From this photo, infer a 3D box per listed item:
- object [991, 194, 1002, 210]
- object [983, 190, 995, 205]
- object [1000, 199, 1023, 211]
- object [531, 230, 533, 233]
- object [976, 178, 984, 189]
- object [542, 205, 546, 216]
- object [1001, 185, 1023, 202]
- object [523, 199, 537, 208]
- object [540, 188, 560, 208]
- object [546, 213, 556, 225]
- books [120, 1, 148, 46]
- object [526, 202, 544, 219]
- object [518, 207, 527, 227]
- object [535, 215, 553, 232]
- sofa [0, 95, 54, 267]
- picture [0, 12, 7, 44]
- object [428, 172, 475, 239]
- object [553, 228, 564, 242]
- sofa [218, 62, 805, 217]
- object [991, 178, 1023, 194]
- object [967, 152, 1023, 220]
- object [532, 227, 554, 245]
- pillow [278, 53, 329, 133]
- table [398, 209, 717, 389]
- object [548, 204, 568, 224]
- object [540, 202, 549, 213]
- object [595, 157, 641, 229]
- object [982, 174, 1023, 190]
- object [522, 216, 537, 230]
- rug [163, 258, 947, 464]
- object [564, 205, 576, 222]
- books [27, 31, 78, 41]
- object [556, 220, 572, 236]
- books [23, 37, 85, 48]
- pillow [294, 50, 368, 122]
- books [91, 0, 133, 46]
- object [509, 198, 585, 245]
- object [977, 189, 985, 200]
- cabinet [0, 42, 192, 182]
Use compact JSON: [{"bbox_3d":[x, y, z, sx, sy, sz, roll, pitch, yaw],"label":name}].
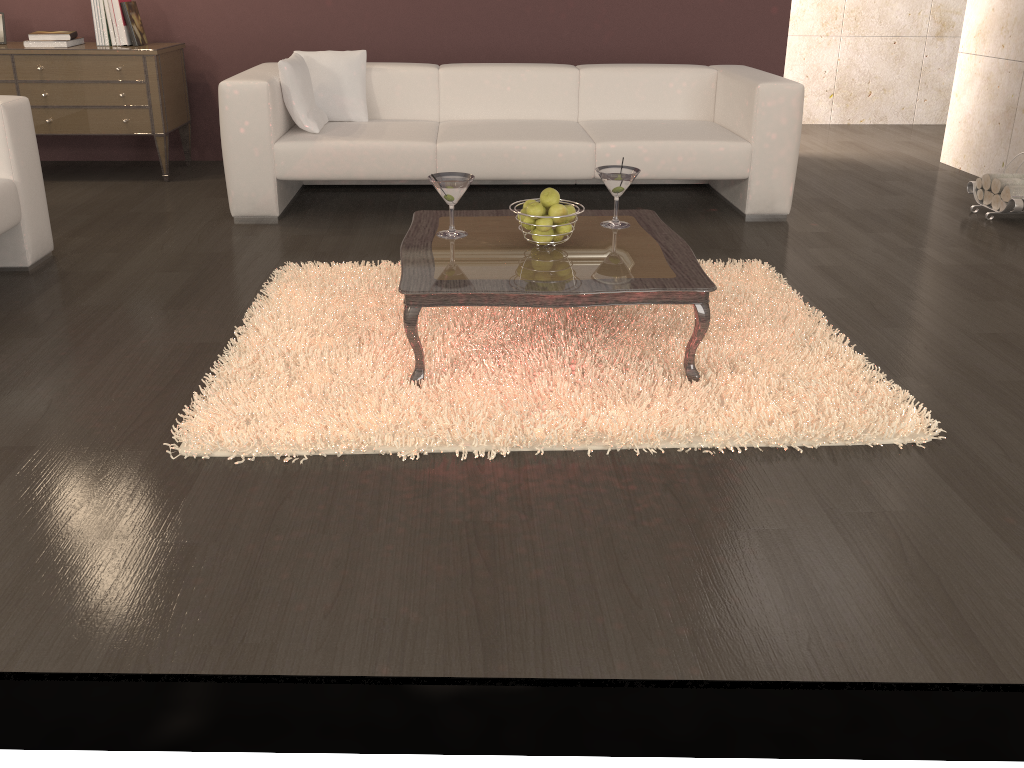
[{"bbox_3d":[2.539,-0.909,4.395,0.251,0.074,0.082,-1,23,-3],"label":"object"},{"bbox_3d":[2.550,-0.944,4.469,0.276,0.071,0.086,-1,23,-3],"label":"object"},{"bbox_3d":[2.537,-0.873,4.334,0.243,0.057,0.063,-1,23,-3],"label":"object"},{"bbox_3d":[0.087,-0.485,2.783,0.055,0.052,0.057,4,23,7],"label":"object"},{"bbox_3d":[2.529,-1.036,4.541,0.251,0.055,0.059,-1,22,-3],"label":"object"},{"bbox_3d":[0.083,-0.531,2.715,0.046,0.042,0.047,-13,26,-30],"label":"object"},{"bbox_3d":[2.549,-0.933,4.317,0.262,0.076,0.083,-1,23,-3],"label":"object"},{"bbox_3d":[0.061,-0.556,2.784,0.054,0.052,0.055,-18,29,-37],"label":"object"},{"bbox_3d":[0.117,-0.572,2.710,0.062,0.061,0.065,-1,22,-3],"label":"object"},{"bbox_3d":[0.131,-0.532,2.790,0.062,0.060,0.063,-16,28,-35],"label":"object"},{"bbox_3d":[-2.125,-2.028,4.955,0.068,0.228,0.179,-1,22,-3],"label":"books"},{"bbox_3d":[0.069,-0.525,2.670,0.053,0.049,0.056,0,23,-3],"label":"object"},{"bbox_3d":[0.051,-0.517,2.744,0.067,0.063,0.067,-15,27,-33],"label":"object"},{"bbox_3d":[0.098,-0.487,2.675,0.053,0.049,0.055,1,23,1],"label":"object"},{"bbox_3d":[-2.299,-0.418,2.616,0.943,0.626,2.110,-1,24,-3],"label":"sofa"},{"bbox_3d":[-2.920,-1.993,4.937,0.141,0.165,0.080,-7,22,-17],"label":"picture"},{"bbox_3d":[-0.194,-0.586,2.838,0.151,0.208,0.157,-3,22,-10],"label":"object"},{"bbox_3d":[0.141,-0.467,2.760,0.044,0.042,0.044,1,22,0],"label":"object"},{"bbox_3d":[-0.004,-1.307,4.595,2.781,0.627,0.982,-1,23,-3],"label":"sofa"},{"bbox_3d":[2.538,-0.987,4.398,0.251,0.074,0.082,-1,23,-3],"label":"object"},{"bbox_3d":[2.602,-1.022,4.397,0.502,0.366,0.448,-1,23,-3],"label":"object"},{"bbox_3d":[0.096,-0.463,2.721,0.070,0.061,0.069,19,29,38],"label":"object"},{"bbox_3d":[-1.029,-1.437,4.343,0.186,0.344,0.391,-1,23,-4],"label":"pillow"},{"bbox_3d":[0.105,-0.305,2.831,0.914,0.291,0.942,-1,24,-4],"label":"table"},{"bbox_3d":[0.141,-0.520,2.691,0.063,0.059,0.058,-14,26,-31],"label":"object"},{"bbox_3d":[0.107,-0.561,2.763,0.045,0.047,0.052,5,23,10],"label":"object"},{"bbox_3d":[0.354,-0.641,2.970,0.152,0.208,0.156,-10,24,-26],"label":"object"},{"bbox_3d":[2.532,-1.029,4.477,0.251,0.079,0.085,-1,22,-3],"label":"object"},{"bbox_3d":[0.054,-0.495,2.700,0.045,0.044,0.046,-4,23,-11],"label":"object"},{"bbox_3d":[0.089,-0.165,2.863,1.997,0.065,1.571,-1,25,-3],"label":"rug"},{"bbox_3d":[0.169,-0.531,2.749,0.062,0.053,0.063,-3,23,-9],"label":"object"},{"bbox_3d":[-2.555,-1.941,4.907,0.211,0.033,0.299,-7,26,-16],"label":"books"},{"bbox_3d":[0.160,-0.481,2.715,0.051,0.046,0.053,-3,23,-8],"label":"object"},{"bbox_3d":[-2.544,-1.903,4.904,0.225,0.034,0.320,-3,25,-8],"label":"books"},{"bbox_3d":[-0.945,-1.556,4.602,0.376,0.348,0.176,-1,21,-5],"label":"pillow"},{"bbox_3d":[-2.228,-2.052,4.944,0.178,0.278,0.212,-1,22,-3],"label":"books"},{"bbox_3d":[0.108,-0.493,2.745,0.238,0.114,0.239,20,31,37],"label":"object"},{"bbox_3d":[2.530,-0.976,4.530,0.251,0.055,0.059,-1,22,-3],"label":"object"},{"bbox_3d":[-2.684,-1.559,5.031,1.527,0.703,0.553,-1,22,-3],"label":"cabinet"}]
